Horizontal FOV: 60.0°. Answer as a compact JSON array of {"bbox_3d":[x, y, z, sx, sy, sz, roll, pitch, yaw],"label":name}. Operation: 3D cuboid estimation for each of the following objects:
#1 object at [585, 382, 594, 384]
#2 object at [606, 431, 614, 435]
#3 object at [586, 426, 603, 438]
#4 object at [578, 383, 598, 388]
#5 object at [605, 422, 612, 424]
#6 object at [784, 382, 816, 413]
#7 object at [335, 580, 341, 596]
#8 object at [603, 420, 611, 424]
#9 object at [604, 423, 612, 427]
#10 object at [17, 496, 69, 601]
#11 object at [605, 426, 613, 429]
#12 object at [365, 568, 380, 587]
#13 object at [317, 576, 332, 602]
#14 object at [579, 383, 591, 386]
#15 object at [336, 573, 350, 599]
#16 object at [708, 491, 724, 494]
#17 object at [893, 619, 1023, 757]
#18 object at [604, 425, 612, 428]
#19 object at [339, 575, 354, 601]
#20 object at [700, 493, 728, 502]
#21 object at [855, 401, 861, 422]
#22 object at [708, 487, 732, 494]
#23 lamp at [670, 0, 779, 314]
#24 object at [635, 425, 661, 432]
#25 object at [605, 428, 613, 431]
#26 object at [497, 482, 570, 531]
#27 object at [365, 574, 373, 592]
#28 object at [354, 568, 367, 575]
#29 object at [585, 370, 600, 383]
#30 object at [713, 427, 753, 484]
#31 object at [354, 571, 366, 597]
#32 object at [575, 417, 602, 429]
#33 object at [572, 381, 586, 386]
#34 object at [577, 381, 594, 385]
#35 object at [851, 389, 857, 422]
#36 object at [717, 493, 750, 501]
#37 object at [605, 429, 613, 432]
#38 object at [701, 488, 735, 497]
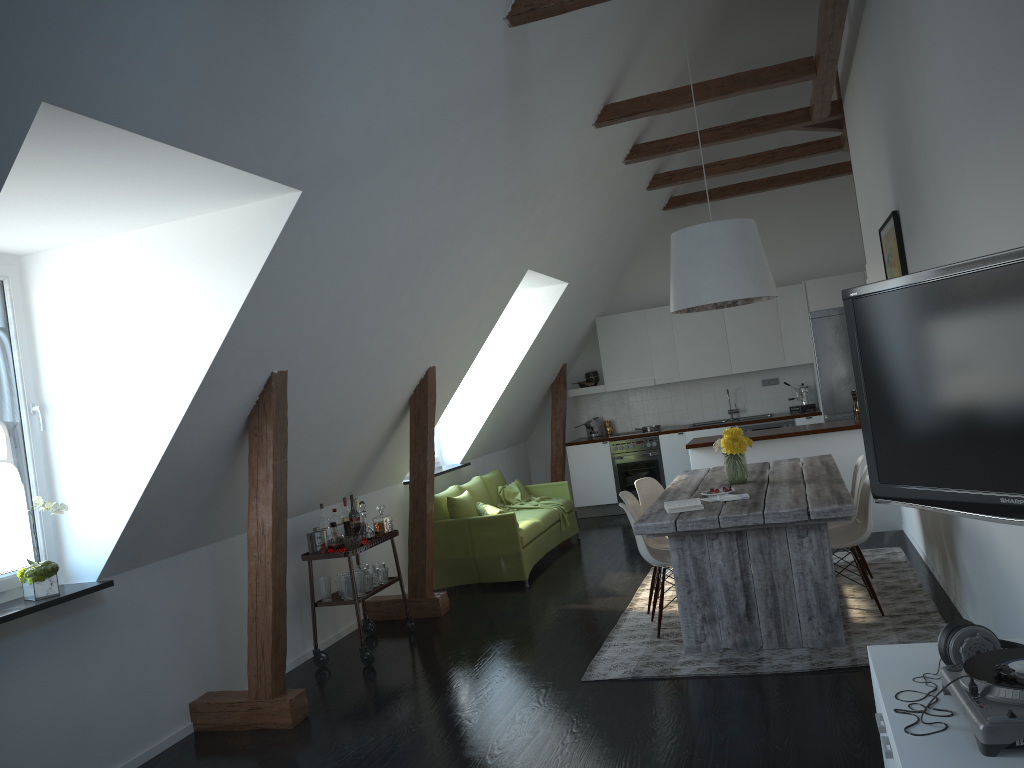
[{"bbox_3d":[0.945,-0.011,10.987,0.065,0.031,0.335,-8,-1,-25],"label":"object"},{"bbox_3d":[1.219,0.613,11.060,0.100,0.036,0.100,-8,-1,14],"label":"object"},{"bbox_3d":[1.033,0.579,11.009,0.200,0.154,0.348,-8,-1,-3],"label":"object"},{"bbox_3d":[0.948,0.011,10.986,0.243,0.056,0.350,-8,-1,6],"label":"object"},{"bbox_3d":[1.194,0.499,11.062,0.100,0.036,0.100,-7,-1,-44],"label":"object"},{"bbox_3d":[3.312,0.137,10.283,0.353,0.370,0.206,-8,-1,-26],"label":"object"},{"bbox_3d":[-1.132,1.360,5.935,0.092,0.099,0.092,-8,-1,-5],"label":"object"},{"bbox_3d":[1.192,0.478,11.061,0.100,0.047,0.099,-8,-1,13],"label":"object"},{"bbox_3d":[1.196,0.515,11.062,0.100,0.036,0.100,-8,-1,-16],"label":"object"},{"bbox_3d":[-2.115,0.734,4.004,0.309,0.461,0.131,-9,-1,36],"label":"object"},{"bbox_3d":[1.206,0.554,11.065,0.099,0.043,0.100,-8,-1,5],"label":"object"},{"bbox_3d":[-0.948,1.326,6.064,0.095,0.119,0.095,-8,-1,-21],"label":"object"},{"bbox_3d":[-1.217,1.342,5.787,0.087,0.155,0.087,-8,-1,-10],"label":"object"},{"bbox_3d":[0.892,0.001,10.947,0.065,0.065,0.332,-8,-1,-16],"label":"object"},{"bbox_3d":[-1.099,1.326,5.828,0.087,0.155,0.087,-8,-1,-10],"label":"object"},{"bbox_3d":[1.239,0.664,5.413,0.110,0.011,0.058,-8,-1,21],"label":"object"},{"bbox_3d":[1.357,0.820,2.503,0.558,0.162,0.742,-8,-1,15],"label":"object"},{"bbox_3d":[1.201,0.533,11.065,0.099,0.057,0.101,-9,-1,29],"label":"object"},{"bbox_3d":[-1.065,1.320,5.736,0.087,0.155,0.087,-8,-1,-10],"label":"object"},{"bbox_3d":[1.222,0.672,5.231,0.182,0.014,0.185,-8,-1,-9],"label":"object"},{"bbox_3d":[3.015,0.231,7.686,0.080,0.192,0.058,-8,-1,1],"label":"object"},{"bbox_3d":[1.270,0.651,5.415,0.132,0.034,0.144,-8,-1,-11],"label":"object"},{"bbox_3d":[1.207,-1.908,5.804,0.757,2.813,0.697,-8,-1,-23],"label":"lamp"},{"bbox_3d":[1.620,0.536,10.679,0.351,0.061,0.232,-8,-1,-9],"label":"object"},{"bbox_3d":[1.210,0.575,11.062,0.099,0.051,0.099,-8,-1,3],"label":"object"},{"bbox_3d":[0.238,1.229,8.966,0.722,0.493,0.711,-8,-1,12],"label":"object"},{"bbox_3d":[-0.973,1.338,5.959,0.092,0.099,0.092,-8,-1,-5],"label":"object"},{"bbox_3d":[-1.046,1.341,6.146,0.095,0.119,0.095,-8,-1,-21],"label":"object"},{"bbox_3d":[0.997,-0.082,11.033,0.190,0.166,0.200,-8,-1,-20],"label":"object"},{"bbox_3d":[1.464,0.468,5.827,0.233,0.365,0.293,-8,-1,-12],"label":"object"},{"bbox_3d":[-0.998,1.311,5.809,0.087,0.155,0.087,-8,-1,-10],"label":"object"},{"bbox_3d":[0.940,0.514,11.067,0.371,0.169,0.203,-8,-1,-11],"label":"object"},{"bbox_3d":[0.889,0.005,11.043,0.357,0.075,0.244,-8,-1,-12],"label":"object"},{"bbox_3d":[0.906,-0.008,10.953,0.061,0.077,0.331,-8,-1,-24],"label":"object"},{"bbox_3d":[3.044,0.182,7.763,0.123,0.283,0.061,-8,-1,17],"label":"object"},{"bbox_3d":[1.296,0.659,5.191,0.182,0.016,0.179,-8,-1,12],"label":"object"},{"bbox_3d":[1.214,0.591,11.060,0.100,0.048,0.099,-9,-1,35],"label":"object"},{"bbox_3d":[1.256,0.665,5.409,0.205,0.024,0.205,-8,-1,9],"label":"object"}]
